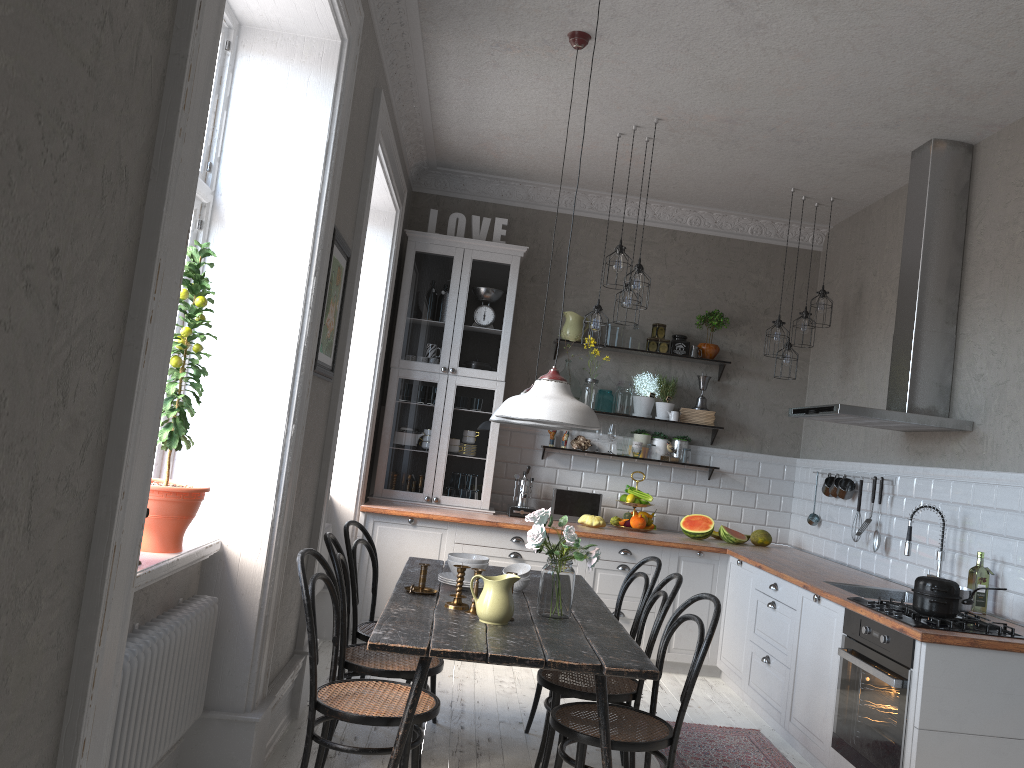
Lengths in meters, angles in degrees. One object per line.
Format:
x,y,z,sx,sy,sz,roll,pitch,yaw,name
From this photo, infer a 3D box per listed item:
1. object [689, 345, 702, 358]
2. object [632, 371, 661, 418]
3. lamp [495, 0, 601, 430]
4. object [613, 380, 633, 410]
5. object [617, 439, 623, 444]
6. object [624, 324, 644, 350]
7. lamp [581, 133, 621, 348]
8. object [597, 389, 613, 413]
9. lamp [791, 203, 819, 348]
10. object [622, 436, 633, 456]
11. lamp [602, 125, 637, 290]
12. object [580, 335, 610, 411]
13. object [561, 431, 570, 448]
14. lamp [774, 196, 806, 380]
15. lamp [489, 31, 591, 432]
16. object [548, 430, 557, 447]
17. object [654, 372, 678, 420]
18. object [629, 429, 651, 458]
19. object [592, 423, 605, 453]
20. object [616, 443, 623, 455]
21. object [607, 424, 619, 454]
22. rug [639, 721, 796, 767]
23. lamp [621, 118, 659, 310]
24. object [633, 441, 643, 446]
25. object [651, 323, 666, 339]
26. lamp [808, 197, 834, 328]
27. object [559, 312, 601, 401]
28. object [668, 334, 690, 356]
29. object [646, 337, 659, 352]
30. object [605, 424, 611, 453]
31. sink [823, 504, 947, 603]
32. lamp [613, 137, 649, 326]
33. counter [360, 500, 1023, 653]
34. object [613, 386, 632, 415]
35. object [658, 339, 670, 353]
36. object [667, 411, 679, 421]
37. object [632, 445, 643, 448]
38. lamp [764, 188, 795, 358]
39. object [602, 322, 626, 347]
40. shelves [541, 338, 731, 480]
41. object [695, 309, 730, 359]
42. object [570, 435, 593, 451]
1.367,-0.237,6.587,0.093,0.096,0.074,7,-4,-3,object
1.011,0.080,6.644,0.242,0.354,0.236,6,-4,14,object
0.244,-0.776,3.219,0.372,1.859,0.387,5,-5,34,lamp
0.839,0.109,6.687,0.131,0.264,0.131,7,-4,2,object
0.814,0.455,6.600,0.077,0.083,0.078,6,-4,14,object
0.928,-0.345,6.707,0.143,0.220,0.137,11,-5,-44,object
0.594,-1.084,5.337,0.150,1.735,0.143,10,-5,-37,lamp
0.691,0.131,6.611,0.126,0.172,0.126,7,-4,0,object
2.132,-1.122,6.237,0.143,1.735,0.150,4,-5,38,lamp
0.848,0.460,6.527,0.080,0.139,0.077,10,-5,-31,object
0.711,-1.421,5.209,0.148,1.735,0.145,8,-4,-17,lamp
0.582,-0.080,6.469,0.193,0.540,0.278,8,-4,-11,object
0.409,0.347,6.539,0.052,0.264,0.062,5,-5,33,object
1.970,-0.896,6.103,0.149,1.735,0.144,10,-5,-32,lamp
0.201,-0.723,4.108,0.378,1.859,0.380,7,-4,4,lamp
0.303,0.334,6.546,0.054,0.264,0.060,10,-5,-32,object
1.147,0.082,6.604,0.188,0.380,0.166,11,-5,-43,object
0.952,0.439,6.621,0.159,0.217,0.153,9,-4,-24,object
0.643,0.399,6.573,0.083,0.217,0.081,9,-4,-18,object
0.810,0.488,6.597,0.077,0.083,0.078,6,-4,14,object
0.736,0.405,6.487,0.083,0.217,0.081,9,-4,-18,object
1.019,1.775,4.102,0.738,0.014,1.284,7,-4,-3,rug
0.797,-1.289,5.050,0.143,1.735,0.150,3,-6,43,lamp
0.920,0.451,6.491,0.078,0.051,0.076,8,-4,-18,object
1.094,-0.391,6.611,0.084,0.113,0.081,9,-4,-24,object
2.198,-1.254,6.081,0.149,1.735,0.144,10,-5,-32,lamp
0.415,-0.167,6.504,0.341,0.675,0.331,10,-5,-35,object
1.256,-0.284,6.678,0.142,0.174,0.141,7,-4,-4,object
1.046,-0.284,6.613,0.083,0.113,0.082,7,-4,-4,object
0.729,0.410,6.576,0.083,0.217,0.081,9,-4,-18,object
1.897,0.936,4.393,0.530,0.720,0.484,7,-4,-4,sink
0.788,-1.219,5.359,0.148,1.735,0.145,8,-4,-17,lamp
0.649,0.942,4.930,3.172,0.039,3.378,7,-4,-4,counter
0.820,0.125,6.534,0.123,0.206,0.126,6,-4,19,object
1.133,-0.272,6.616,0.082,0.113,0.083,7,-4,6,object
1.196,0.238,6.535,0.104,0.071,0.063,5,-4,26,object
0.916,0.476,6.489,0.076,0.051,0.078,6,-4,15,object
1.865,-1.042,5.968,0.144,1.735,0.149,5,-5,28,lamp
0.753,-0.357,6.597,0.168,0.184,0.175,4,-5,35,object
0.912,0.215,6.597,1.321,0.923,0.228,7,-4,-5,shelves
1.504,-0.367,6.659,0.257,0.397,0.244,6,-4,21,object
0.503,0.433,6.518,0.180,0.111,0.094,9,-4,-26,object
